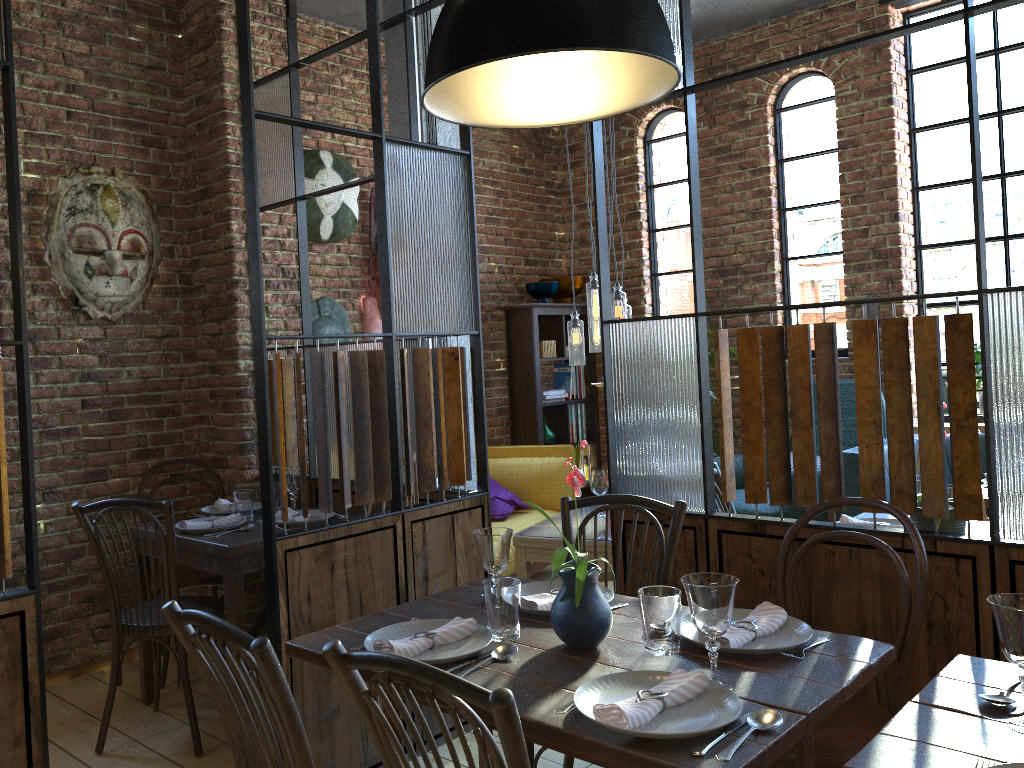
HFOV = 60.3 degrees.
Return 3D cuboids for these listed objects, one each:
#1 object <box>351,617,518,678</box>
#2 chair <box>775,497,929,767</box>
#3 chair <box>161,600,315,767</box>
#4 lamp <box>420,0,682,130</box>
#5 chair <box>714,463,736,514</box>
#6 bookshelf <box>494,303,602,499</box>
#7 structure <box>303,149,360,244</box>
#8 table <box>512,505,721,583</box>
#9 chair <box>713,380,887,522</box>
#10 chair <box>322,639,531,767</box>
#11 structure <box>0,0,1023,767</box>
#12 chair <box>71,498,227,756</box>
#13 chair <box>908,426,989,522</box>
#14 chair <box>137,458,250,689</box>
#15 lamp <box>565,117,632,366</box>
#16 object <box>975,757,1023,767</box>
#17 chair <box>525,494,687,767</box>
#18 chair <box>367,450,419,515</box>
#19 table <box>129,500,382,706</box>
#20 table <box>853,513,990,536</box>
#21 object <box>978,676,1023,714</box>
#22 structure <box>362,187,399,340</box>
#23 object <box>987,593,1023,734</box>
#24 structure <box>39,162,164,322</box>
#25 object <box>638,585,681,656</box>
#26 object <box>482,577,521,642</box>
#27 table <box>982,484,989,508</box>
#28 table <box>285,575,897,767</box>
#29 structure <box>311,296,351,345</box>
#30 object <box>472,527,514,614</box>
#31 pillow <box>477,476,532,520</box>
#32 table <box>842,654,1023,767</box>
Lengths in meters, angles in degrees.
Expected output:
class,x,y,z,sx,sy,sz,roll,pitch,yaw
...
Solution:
class,x,y,z,sx,sy,sz,roll,pitch,yaw
object,-0.162,0.528,1.824,0.257,0.051,0.340,-5,2,-44
chair,0.710,0.764,2.104,0.528,0.920,0.456,-3,0,-30
chair,-0.319,0.832,1.659,0.497,0.915,0.424,-3,0,-43
lamp,0.042,-1.257,1.817,0.506,1.326,0.552,-3,0,-35
chair,0.852,0.732,2.880,0.545,0.915,0.387,-3,0,37
bookshelf,0.304,0.289,6.115,0.332,1.668,0.779,-3,0,42
structure,-1.051,-1.051,4.937,0.154,0.521,0.507,-3,1,42
table,0.547,0.913,4.278,0.780,0.508,0.899,-2,1,27
chair,1.518,0.548,4.883,0.998,1.097,0.835,-3,1,-23
chair,0.034,0.821,1.398,0.424,0.915,0.497,-3,0,42
structure,0.266,-0.354,0.226,6.072,3.325,5.807,-2,1,26
chair,-1.283,0.835,3.226,0.410,0.915,0.515,-3,0,6
chair,1.574,0.655,2.947,0.548,1.005,0.440,-3,0,14
chair,-1.458,0.820,4.021,0.423,0.920,0.569,-3,0,-26
lamp,0.313,-1.089,4.223,0.487,2.119,0.298,-3,0,-22
object,0.701,0.507,1.029,0.257,0.051,0.340,-5,2,-44
chair,0.234,0.783,2.298,0.421,0.915,0.501,-3,0,27
chair,-0.535,0.759,3.221,0.469,1.005,0.514,-3,0,29
table,-1.010,0.908,3.573,0.786,0.727,0.716,-2,1,42
table,1.288,0.819,2.524,0.786,0.727,0.716,-2,1,42
object,0.926,0.485,1.362,0.257,0.051,0.340,-5,2,-44
structure,-0.788,-0.604,5.281,0.226,1.146,0.227,-3,0,-2
object,0.777,0.423,1.327,0.095,0.192,0.102,-3,0,-27
structure,-1.854,-0.649,4.041,0.133,0.726,0.562,-3,1,42
object,0.296,0.471,1.751,0.087,0.119,0.081,-3,1,25
object,-0.019,0.483,1.889,0.087,0.119,0.081,-3,1,25
table,2.698,0.751,3.339,1.612,0.661,0.785,-2,2,42
table,0.145,0.900,1.835,1.079,0.727,0.694,-2,1,42
structure,-1.032,-0.168,4.905,0.109,0.639,0.350,-3,0,43
object,-0.040,0.443,2.084,0.095,0.192,0.101,-3,0,-23
pillow,-0.395,0.619,4.800,0.417,0.453,1.435,-3,2,29
table,1.020,0.878,1.034,1.079,0.727,0.694,-2,1,42
